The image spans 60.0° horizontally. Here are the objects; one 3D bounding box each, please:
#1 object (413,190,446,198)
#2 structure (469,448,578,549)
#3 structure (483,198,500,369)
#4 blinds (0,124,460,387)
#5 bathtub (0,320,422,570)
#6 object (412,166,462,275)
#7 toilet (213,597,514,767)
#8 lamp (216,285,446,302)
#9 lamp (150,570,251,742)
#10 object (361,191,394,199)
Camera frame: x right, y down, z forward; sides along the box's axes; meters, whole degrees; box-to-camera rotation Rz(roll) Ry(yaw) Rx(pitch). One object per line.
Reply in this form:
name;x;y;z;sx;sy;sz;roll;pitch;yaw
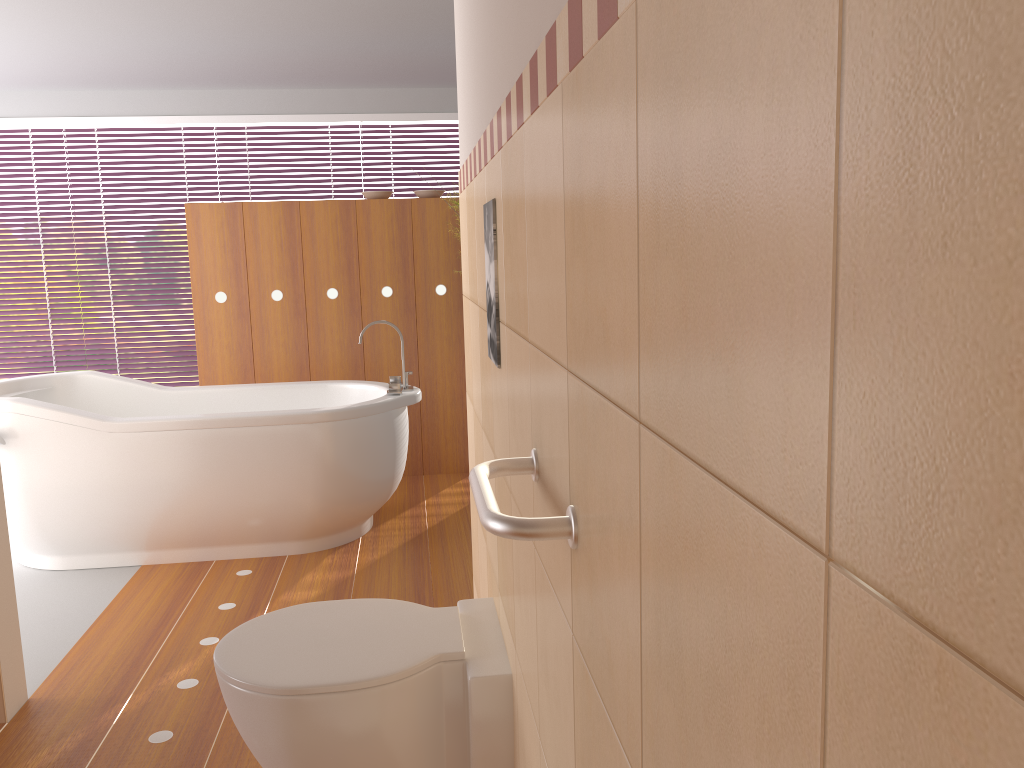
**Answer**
object;-0.436;-0.997;4.690;0.173;0.046;0.173;-3;9;-6
structure;0.003;0.121;0.972;0.091;0.042;0.295;-3;9;-6
structure;-0.036;-0.175;1.538;0.005;0.279;0.170;-3;9;-6
blinds;-1.455;-0.710;6.012;4.712;2.022;0.032;-3;9;-6
bathtub;-1.322;0.208;3.794;1.874;0.900;0.888;-3;9;-6
object;0.138;-0.251;4.357;0.683;1.557;1.335;2;9;26
toilet;-0.276;0.668;1.693;0.534;0.400;0.375;-3;9;-6
lamp;-0.926;-0.466;4.574;1.169;0.052;0.001;-3;9;-6
lamp;-2.400;0.993;1.800;3.173;0.001;2.893;-3;9;-6
object;-0.706;-0.985;4.659;0.173;0.046;0.173;-3;9;-6
